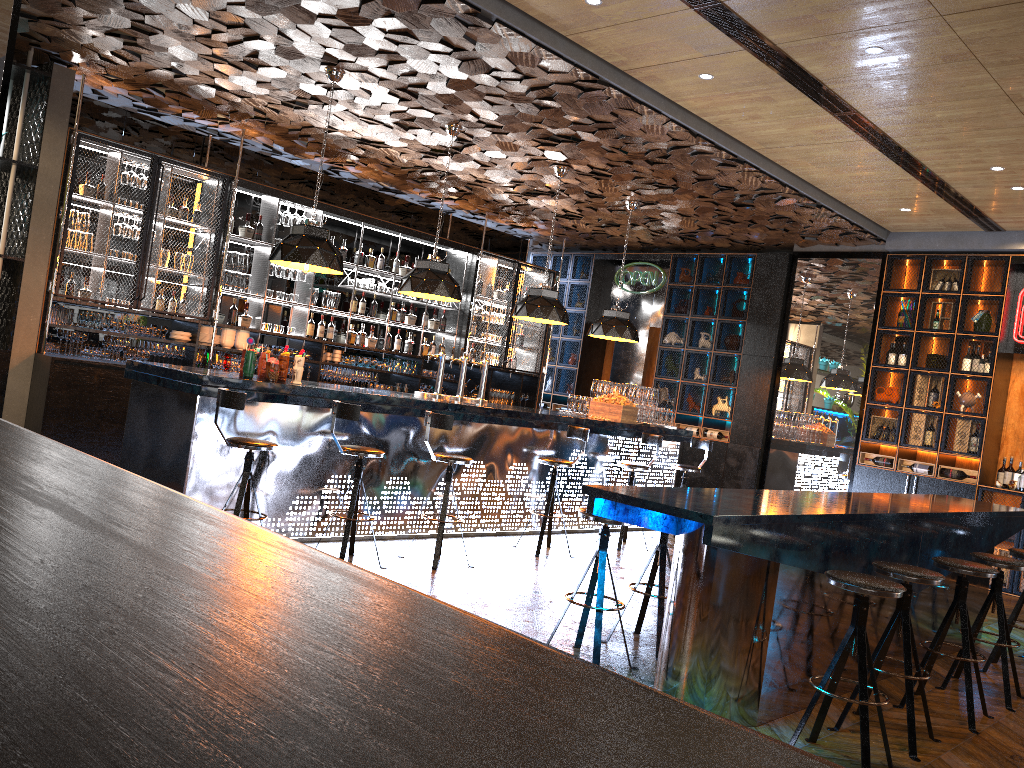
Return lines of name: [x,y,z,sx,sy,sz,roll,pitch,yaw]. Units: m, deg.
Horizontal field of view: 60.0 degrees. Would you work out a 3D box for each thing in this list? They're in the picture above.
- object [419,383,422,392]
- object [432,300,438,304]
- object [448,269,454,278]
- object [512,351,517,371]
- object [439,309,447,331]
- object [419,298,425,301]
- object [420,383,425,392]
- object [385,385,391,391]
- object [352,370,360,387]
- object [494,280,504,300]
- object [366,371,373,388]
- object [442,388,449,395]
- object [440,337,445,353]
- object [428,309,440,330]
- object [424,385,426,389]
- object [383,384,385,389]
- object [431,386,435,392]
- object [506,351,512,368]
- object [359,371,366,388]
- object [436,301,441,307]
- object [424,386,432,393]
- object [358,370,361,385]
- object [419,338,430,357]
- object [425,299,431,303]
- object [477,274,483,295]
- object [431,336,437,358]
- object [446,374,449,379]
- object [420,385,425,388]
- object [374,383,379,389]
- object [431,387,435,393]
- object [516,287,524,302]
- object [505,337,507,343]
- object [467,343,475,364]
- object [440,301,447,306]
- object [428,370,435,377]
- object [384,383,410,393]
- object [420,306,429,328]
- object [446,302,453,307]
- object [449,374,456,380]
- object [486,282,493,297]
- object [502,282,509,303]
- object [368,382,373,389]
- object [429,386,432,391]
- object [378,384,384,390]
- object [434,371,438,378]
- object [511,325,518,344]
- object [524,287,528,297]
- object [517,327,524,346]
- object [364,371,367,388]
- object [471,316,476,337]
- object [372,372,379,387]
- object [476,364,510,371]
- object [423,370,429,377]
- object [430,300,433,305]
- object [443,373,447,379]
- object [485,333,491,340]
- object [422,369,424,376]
object: [-1.178,0.074,11.128,0.089,0.174,0.089,8,0,4]
object: [-0.991,-1.069,11.411,0.089,0.092,0.089,8,0,43]
object: [-0.832,-1.370,11.575,0.151,0.248,0.094,8,0,-18]
object: [0.032,-0.325,12.652,0.086,0.298,0.086,8,0,2]
object: [-0.897,-0.830,11.596,0.086,0.299,0.086,8,0,2]
object: [-1.152,-1.093,11.400,0.089,0.092,0.089,8,0,-2]
object: [-1.147,0.079,11.247,0.089,0.174,0.089,8,0,4]
object: [-1.509,0.064,10.801,0.067,0.099,0.067,8,0,15]
object: [-1.846,-0.051,10.462,0.091,0.229,0.091,8,0,30]
object: [-0.182,-1.292,12.264,0.123,0.279,0.123,8,0,-43]
object: [-1.716,-0.032,10.606,0.091,0.229,0.091,8,0,-19]
object: [-0.871,0.130,11.490,0.107,0.152,0.107,8,0,-21]
object: [-0.918,-0.463,11.625,0.080,0.299,0.080,8,0,-44]
object: [-1.002,-0.834,11.461,0.123,0.279,0.123,8,0,33]
object: [-1.168,0.088,11.544,0.106,0.148,0.106,8,0,-7]
object: [-1.598,0.051,10.888,0.067,0.099,0.067,8,0,15]
object: [-1.051,0.103,11.656,0.107,0.152,0.107,8,0,-40]
object: [-0.045,-0.329,12.552,0.083,0.282,0.083,8,0,29]
object: [-1.779,-0.042,10.540,0.091,0.229,0.091,8,0,1]
object: [-0.953,-1.064,11.642,0.089,0.092,0.089,8,0,-7]
object: [-1.079,0.101,11.300,0.106,0.148,0.106,8,0,-28]
object: [-1.835,-0.050,10.644,0.091,0.229,0.091,8,0,-14]
object: [-1.126,-0.469,11.407,0.151,0.248,0.094,8,0,-37]
object: [-1.068,-1.080,11.286,0.089,0.092,0.089,8,0,29]
object: [-0.434,-1.338,11.999,0.086,0.297,0.086,8,0,2]
object: [-1.027,-0.480,11.529,0.086,0.298,0.086,8,0,2]
object: [-0.851,-0.099,11.586,0.098,0.070,0.088,8,0,-19]
object: [-1.161,0.089,11.382,0.106,0.148,0.106,8,0,-14]
object: [-1.652,0.043,10.815,0.067,0.100,0.067,8,0,36]
object: [-1.000,0.112,11.386,0.106,0.148,0.106,8,0,-37]
object: [0.119,-1.250,12.582,0.083,0.282,0.083,8,0,-31]
object: [-0.091,-0.609,12.400,0.089,0.092,0.089,8,0,28]
object: [-0.541,-0.411,12.029,0.086,0.299,0.086,8,0,2]
object: [-0.885,-1.054,11.468,0.089,0.092,0.089,8,0,-7]
object: [-1.029,-0.130,11.273,0.084,0.082,0.084,8,0,-29]
object: [-1.445,0.054,11.029,0.356,0.134,0.206,8,0,-39]
object: [-1.112,-0.861,11.374,0.086,0.298,0.086,8,0,2]
object: [-0.820,-1.044,11.546,0.089,0.092,0.089,8,0,29]
object: [-0.779,-0.088,11.520,0.088,0.070,0.098,8,0,-36]
object: [-0.287,-1.310,12.151,0.083,0.282,0.083,8,0,44]
object: [-0.074,-1.279,12.377,0.083,0.282,0.083,8,0,29]
object: [-1.739,0.030,10.885,0.067,0.100,0.067,8,0,36]
object: [-1.084,0.100,11.466,0.106,0.148,0.106,8,0,-18]
object: [-1.582,0.053,10.727,0.067,0.100,0.067,8,0,36]
object: [-0.947,-0.119,11.360,0.084,0.082,0.084,8,0,26]
object: [0.034,-0.694,12.583,0.086,0.299,0.086,8,0,2]
object: [0.196,-1.247,12.702,0.086,0.298,0.086,8,0,7]
object: [0.128,-0.671,12.679,0.083,0.282,0.083,8,0,-36]
object: [-1.769,-0.040,10.712,0.091,0.229,0.091,8,0,37]
object: [-0.529,-0.774,12.001,0.086,0.298,0.086,8,0,2]
object: [-1.649,-0.023,10.675,0.091,0.229,0.091,8,0,16]
object: [-0.259,-0.227,12.266,0.273,0.019,0.437,8,0,44]
object: [-1.096,-0.140,11.204,0.084,0.082,0.084,8,0,45]
object: [-1.019,-1.073,11.554,0.089,0.092,0.089,8,0,29]
object: [-0.884,-0.104,11.481,0.088,0.070,0.098,8,0,-11]
object: [-0.331,-0.644,12.085,0.089,0.092,0.089,8,0,28]
object: [-1.154,-0.149,11.147,0.084,0.082,0.084,8,0,36]
